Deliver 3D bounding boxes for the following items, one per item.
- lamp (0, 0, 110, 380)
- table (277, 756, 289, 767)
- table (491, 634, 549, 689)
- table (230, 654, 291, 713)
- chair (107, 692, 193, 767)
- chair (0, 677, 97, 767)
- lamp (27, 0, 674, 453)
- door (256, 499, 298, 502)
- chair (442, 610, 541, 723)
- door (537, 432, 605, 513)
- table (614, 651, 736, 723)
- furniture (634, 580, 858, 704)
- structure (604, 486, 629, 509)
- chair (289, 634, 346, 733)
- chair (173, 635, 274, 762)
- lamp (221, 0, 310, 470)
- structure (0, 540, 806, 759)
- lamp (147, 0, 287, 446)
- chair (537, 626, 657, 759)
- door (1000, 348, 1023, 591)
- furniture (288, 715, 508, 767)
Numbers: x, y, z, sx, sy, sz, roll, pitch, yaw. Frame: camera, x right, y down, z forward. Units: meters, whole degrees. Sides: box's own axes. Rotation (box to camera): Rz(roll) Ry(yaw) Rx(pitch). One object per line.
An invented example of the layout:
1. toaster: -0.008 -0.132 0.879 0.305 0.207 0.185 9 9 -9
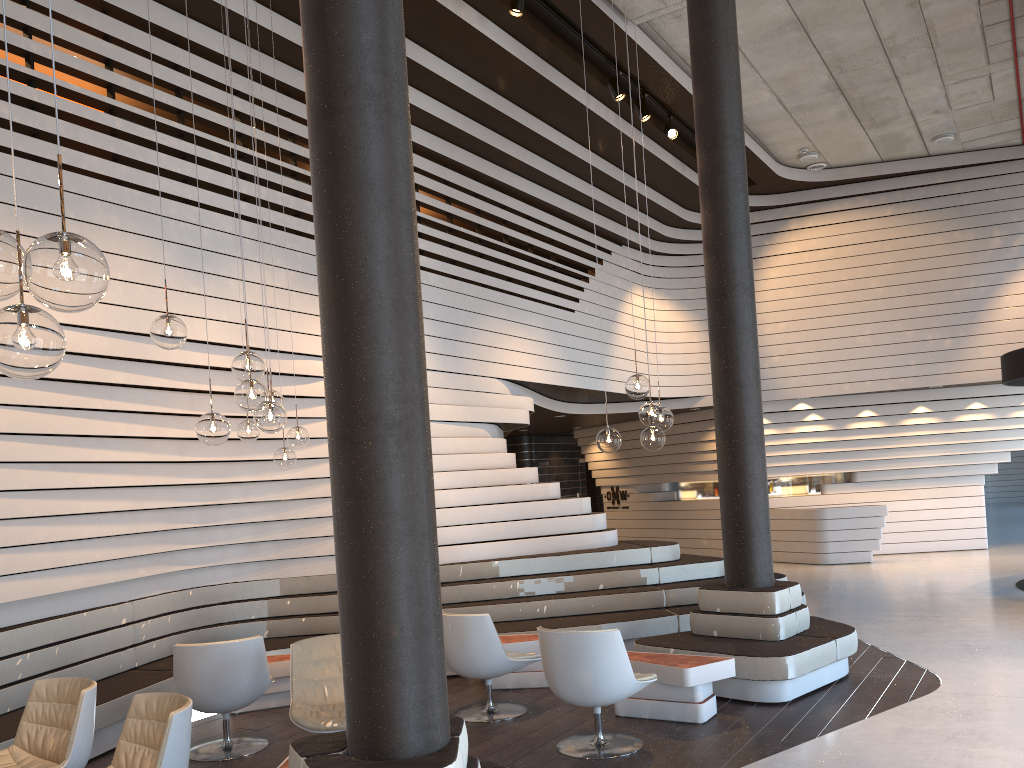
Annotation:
1. lamp: -1.270 -2.343 1.951 0.547 4.666 0.292 -4 0 17
2. table: -0.746 2.010 4.453 0.900 0.370 0.418 -2 -4 -21
3. table: 0.140 2.260 7.190 0.907 0.370 0.415 -4 -4 5
4. table: -1.928 2.381 7.060 0.900 0.370 0.418 -2 -4 -21
5. chair: -1.749 1.810 3.851 0.705 0.765 0.664 -1 -4 -38
6. chair: -2.426 1.913 4.373 0.663 0.765 0.706 -6 -4 39
7. lamp: 2.329 -1.361 11.213 9.121 4.602 41.725 -7 -7 31
8. door: -2.642 1.946 10.458 0.979 2.101 0.162 -5 -1 32
9. chair: -0.174 1.992 6.384 0.705 0.765 0.664 -1 -4 -42
10. door: 1.374 2.417 19.639 1.790 2.696 0.079 -5 -1 37
11. table: 1.030 2.072 6.033 0.915 0.369 0.411 -7 -5 34
12. furniture: 1.935 1.914 6.700 1.761 0.720 1.289 -1 -5 -23
13. structure: 2.192 2.379 18.462 0.017 0.468 0.811 -4 -4 -33
14. chair: -0.992 1.917 5.242 0.653 0.765 0.717 -3 -3 -18
15. chair: -1.923 2.050 5.885 0.654 0.765 0.716 -3 -3 -14
16. lamp: -1.917 -1.710 6.548 0.531 4.705 0.334 -4 0 -6
17. structure: -3.140 1.781 3.500 5.824 0.925 18.144 -7 -7 27
18. lamp: -1.578 -2.058 4.385 0.312 4.733 0.657 -4 0 40
19. chair: 0.518 1.840 5.429 0.663 0.765 0.706 -6 -4 32
20. door: 7.424 0.913 9.915 3.238 2.846 3.232 -7 -5 38
21. furniture: -0.658 1.703 3.326 1.275 0.720 1.780 -4 -6 2
